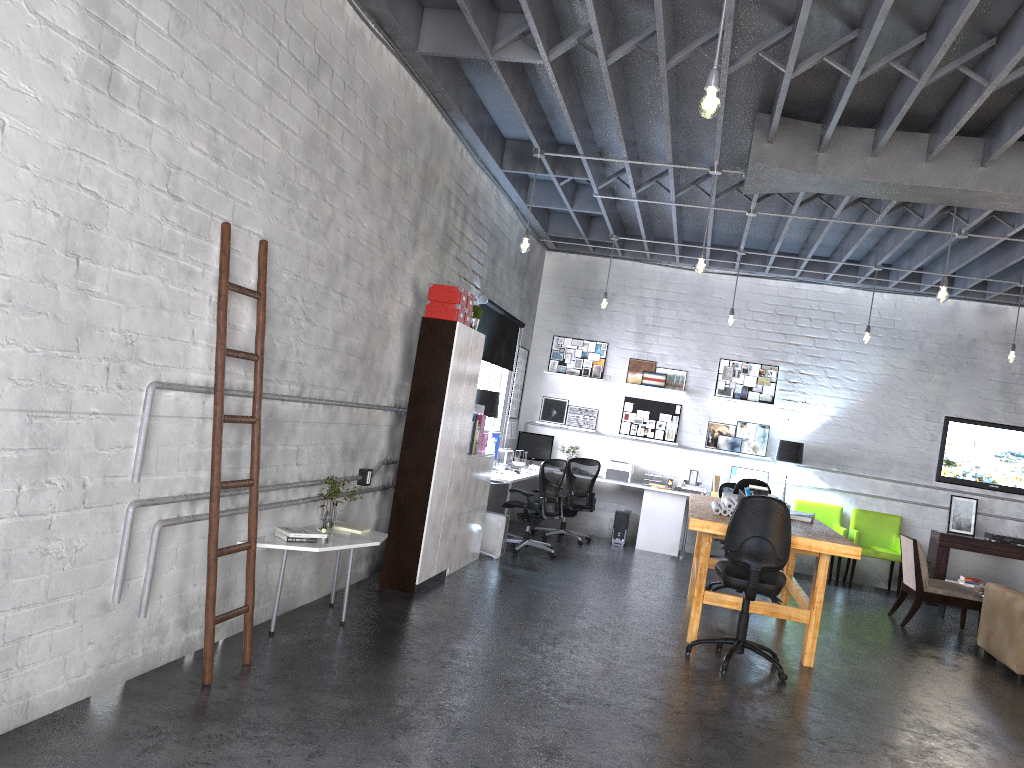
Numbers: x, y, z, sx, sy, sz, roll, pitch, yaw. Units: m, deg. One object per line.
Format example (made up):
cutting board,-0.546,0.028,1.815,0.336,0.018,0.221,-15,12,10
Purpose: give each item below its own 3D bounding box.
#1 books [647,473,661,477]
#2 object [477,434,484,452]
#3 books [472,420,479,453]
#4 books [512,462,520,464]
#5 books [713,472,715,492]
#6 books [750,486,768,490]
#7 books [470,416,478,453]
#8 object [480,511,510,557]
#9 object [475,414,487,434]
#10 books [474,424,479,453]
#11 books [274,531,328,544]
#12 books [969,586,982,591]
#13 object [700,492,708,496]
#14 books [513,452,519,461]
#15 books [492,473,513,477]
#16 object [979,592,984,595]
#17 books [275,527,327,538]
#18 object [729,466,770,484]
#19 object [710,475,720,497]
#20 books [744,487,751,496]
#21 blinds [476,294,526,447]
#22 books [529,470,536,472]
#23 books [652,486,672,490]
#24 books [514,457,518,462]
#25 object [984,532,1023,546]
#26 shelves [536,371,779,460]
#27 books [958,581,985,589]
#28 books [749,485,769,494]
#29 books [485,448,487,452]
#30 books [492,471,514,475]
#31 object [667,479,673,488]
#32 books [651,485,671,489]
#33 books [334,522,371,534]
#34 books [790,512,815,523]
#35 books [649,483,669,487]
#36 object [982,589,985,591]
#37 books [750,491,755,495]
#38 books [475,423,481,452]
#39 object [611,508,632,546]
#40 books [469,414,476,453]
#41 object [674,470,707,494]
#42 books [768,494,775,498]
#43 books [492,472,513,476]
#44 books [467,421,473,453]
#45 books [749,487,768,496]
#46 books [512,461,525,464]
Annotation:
books,1.824,1.168,11.392,0.134,0.008,0.203,9,-2,-5
object,-0.401,0.539,8.353,0.213,0.177,0.161,9,-1,12
books,-0.408,0.467,8.112,0.159,0.298,0.026,9,-1,12
books,0.000,0.952,10.834,0.297,0.006,0.210,9,-2,11
books,2.555,1.266,11.211,0.043,0.296,0.210,9,-1,12
books,2.131,1.001,7.700,0.158,0.200,0.082,9,-1,12
books,-0.433,0.441,8.044,0.197,0.339,0.065,9,-1,12
object,-0.298,1.487,8.904,0.478,0.411,0.200,9,-1,12
object,-0.373,0.365,8.356,0.214,0.177,0.161,9,-1,12
books,-0.431,0.483,8.169,0.218,0.267,0.060,9,-1,17
books,-1.216,0.882,5.116,0.251,0.031,0.185,10,-2,-36
books,5.043,2.242,9.807,0.223,0.032,0.161,9,-2,-8
object,2.375,1.357,10.967,0.095,0.050,0.095,9,-2,-20
books,0.036,0.922,11.157,0.017,0.121,0.184,9,-1,27
books,-0.120,0.926,9.036,0.213,0.012,0.158,8,-2,37
object,5.064,2.236,9.475,0.137,0.031,0.137,8,-2,38
books,-1.214,0.855,5.106,0.234,0.022,0.185,10,-2,-40
object,2.966,1.269,11.127,0.465,0.417,0.212,9,-1,17
object,2.572,1.289,11.206,0.087,0.259,0.237,9,-1,12
books,1.802,0.902,6.713,0.108,0.234,0.166,9,-1,12
blinds,-0.201,-0.026,9.901,0.100,1.631,2.121,9,-1,12
books,0.231,1.020,10.424,0.112,0.001,0.066,9,-2,-2
books,1.869,1.298,11.054,0.211,0.014,0.148,10,-2,-24
books,0.054,0.956,11.155,0.037,0.076,0.102,8,-1,27
object,5.839,1.837,10.512,0.370,0.082,0.266,9,-2,12
shelves,1.849,0.397,11.497,3.022,0.694,0.199,9,-1,12
books,5.072,2.218,9.797,0.161,0.026,0.223,10,-2,-19
books,2.141,0.997,7.731,0.171,0.210,0.046,9,-1,12
books,-0.359,0.772,9.171,0.172,0.243,0.026,9,-1,12
books,-0.114,0.904,9.043,0.211,0.010,0.171,8,-2,38
object,2.030,1.277,11.371,0.093,0.116,0.067,9,-1,12
books,1.852,1.281,11.046,0.211,0.014,0.148,9,-2,-14
books,-1.060,0.931,5.734,0.248,0.021,0.177,9,-2,11
books,2.417,1.107,7.464,0.244,0.067,0.299,8,-2,21
books,1.829,1.263,11.048,0.211,0.014,0.148,8,-2,26
object,5.258,2.272,9.795,0.151,0.040,0.151,8,-2,29
books,1.830,0.918,6.692,0.097,0.209,0.158,9,-1,12
books,-0.419,0.484,8.229,0.220,0.271,0.082,9,-1,12
object,1.396,1.826,11.318,0.180,0.411,0.476,9,-1,12
books,-0.440,0.434,7.983,0.176,0.346,0.053,9,-1,12
object,2.281,1.235,11.274,0.405,0.280,0.400,9,-1,12
books,2.050,0.979,7.199,0.143,0.188,0.061,9,-1,12
books,-0.120,0.914,9.039,0.209,0.012,0.158,8,-2,35
books,-0.454,0.460,7.907,0.174,0.286,0.045,9,-1,12
books,1.979,0.954,7.183,0.157,0.214,0.063,9,-1,12
books,0.002,0.947,10.839,0.297,0.006,0.210,9,-2,12
